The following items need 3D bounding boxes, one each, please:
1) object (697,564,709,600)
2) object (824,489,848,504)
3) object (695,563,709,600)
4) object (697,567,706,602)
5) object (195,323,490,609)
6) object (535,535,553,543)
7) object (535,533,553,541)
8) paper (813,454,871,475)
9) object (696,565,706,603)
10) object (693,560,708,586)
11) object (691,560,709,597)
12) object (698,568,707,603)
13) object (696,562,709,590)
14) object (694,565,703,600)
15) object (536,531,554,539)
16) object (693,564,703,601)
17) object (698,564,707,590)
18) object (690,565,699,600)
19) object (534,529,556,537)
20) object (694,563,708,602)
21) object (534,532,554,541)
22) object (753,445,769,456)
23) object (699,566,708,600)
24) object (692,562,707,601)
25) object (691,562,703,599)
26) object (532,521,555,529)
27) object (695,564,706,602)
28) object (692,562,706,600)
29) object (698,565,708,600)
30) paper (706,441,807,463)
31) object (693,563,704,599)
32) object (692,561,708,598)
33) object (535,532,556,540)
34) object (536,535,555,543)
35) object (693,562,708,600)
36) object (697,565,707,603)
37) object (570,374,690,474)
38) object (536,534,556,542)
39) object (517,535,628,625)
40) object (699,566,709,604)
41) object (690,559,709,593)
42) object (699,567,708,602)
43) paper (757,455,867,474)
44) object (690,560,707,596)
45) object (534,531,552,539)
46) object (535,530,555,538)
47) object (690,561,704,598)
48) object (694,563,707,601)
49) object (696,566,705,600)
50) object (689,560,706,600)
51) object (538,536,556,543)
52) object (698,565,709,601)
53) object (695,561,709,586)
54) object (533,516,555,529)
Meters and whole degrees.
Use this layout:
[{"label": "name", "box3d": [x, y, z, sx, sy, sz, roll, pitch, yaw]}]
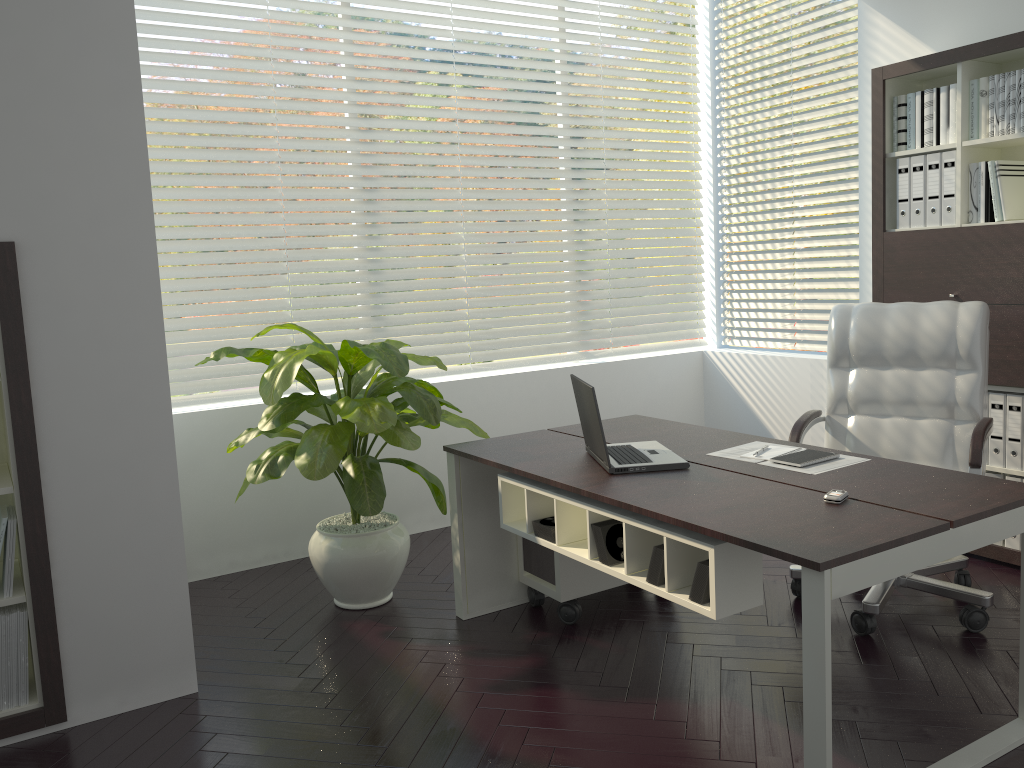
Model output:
[{"label": "object", "box3d": [0.558, 0.523, 2.385, 0.133, 0.113, 0.039, -7, 8, -31]}, {"label": "object", "box3d": [0.892, 0.309, 2.440, 0.047, 0.021, 0.084, 3, 9, 38]}, {"label": "object", "box3d": [0.555, 0.523, 2.391, 0.133, 0.113, 0.039, -7, 8, -31]}, {"label": "object", "box3d": [0.559, 0.524, 2.385, 0.133, 0.113, 0.040, -7, 8, -31]}, {"label": "object", "box3d": [-0.682, 0.329, 3.731, 1.026, 1.196, 1.122, 2, 9, 37]}, {"label": "object", "box3d": [0.166, 0.517, 3.033, 0.133, 0.002, 0.119, -7, 9, -31]}, {"label": "object", "box3d": [0.164, 0.511, 3.034, 0.133, 0.002, 0.119, -7, 9, -31]}, {"label": "paper", "box3d": [0.998, 0.255, 2.906, 0.290, 0.001, 0.210, -8, 9, -34]}, {"label": "object", "box3d": [0.557, 0.524, 2.387, 0.133, 0.113, 0.040, -7, 8, -31]}, {"label": "object", "box3d": [0.545, 0.521, 2.407, 0.133, 0.113, 0.039, -7, 8, -31]}, {"label": "object", "box3d": [0.546, 0.522, 2.405, 0.133, 0.113, 0.039, -7, 8, -31]}, {"label": "object", "box3d": [0.561, 0.524, 2.381, 0.133, 0.113, 0.040, -7, 8, -31]}, {"label": "object", "box3d": [0.552, 0.522, 2.395, 0.133, 0.113, 0.039, -7, 8, -31]}, {"label": "object", "box3d": [0.553, 0.523, 2.395, 0.133, 0.113, 0.040, -7, 8, -31]}, {"label": "object", "box3d": [0.162, 0.502, 3.036, 0.133, 0.002, 0.119, -7, 9, -31]}, {"label": "object", "box3d": [0.551, 0.523, 2.397, 0.133, 0.113, 0.040, -7, 8, -31]}, {"label": "object", "box3d": [0.556, 0.523, 2.389, 0.133, 0.113, 0.039, -7, 8, -31]}, {"label": "object", "box3d": [0.545, 0.522, 2.407, 0.133, 0.113, 0.040, -7, 8, -31]}, {"label": "object", "box3d": [0.161, 0.497, 3.036, 0.133, 0.002, 0.119, -7, 9, -31]}, {"label": "object", "box3d": [0.554, 0.523, 2.393, 0.133, 0.113, 0.040, -7, 8, -31]}, {"label": "object", "box3d": [0.164, 0.508, 3.034, 0.133, 0.002, 0.119, -7, 9, -31]}, {"label": "object", "box3d": [0.858, 0.231, 3.062, 0.011, 0.011, 0.159, 2, 9, 33]}, {"label": "object", "box3d": [0.562, 0.524, 2.380, 0.133, 0.113, 0.039, -7, 8, -31]}, {"label": "object", "box3d": [0.550, 0.522, 2.399, 0.133, 0.113, 0.039, -7, 8, -31]}, {"label": "object", "box3d": [0.547, 0.522, 2.405, 0.133, 0.113, 0.040, -7, 8, -31]}, {"label": "object", "box3d": [0.155, 0.471, 3.041, 0.133, 0.002, 0.119, -7, 9, -31]}, {"label": "object", "box3d": [0.555, 0.523, 2.391, 0.133, 0.113, 0.040, -7, 8, -31]}, {"label": "object", "box3d": [0.549, 0.522, 2.401, 0.133, 0.113, 0.040, -7, 8, -31]}, {"label": "object", "box3d": [0.560, 0.524, 2.383, 0.133, 0.113, 0.040, -7, 8, -31]}, {"label": "paper", "box3d": [0.855, 0.236, 3.104, 0.290, 0.001, 0.210, -9, 9, -38]}, {"label": "object", "box3d": [0.550, 0.522, 2.399, 0.133, 0.113, 0.040, -7, 8, -31]}, {"label": "object", "box3d": [0.548, 0.522, 2.403, 0.133, 0.113, 0.040, -7, 8, -31]}, {"label": "object", "box3d": [0.163, 0.506, 3.035, 0.133, 0.002, 0.119, -7, 9, -31]}, {"label": "object", "box3d": [0.165, 0.515, 3.033, 0.133, 0.002, 0.119, -7, 9, -31]}, {"label": "object", "box3d": [0.551, 0.522, 2.397, 0.133, 0.113, 0.039, -7, 8, -31]}, {"label": "object", "box3d": [0.560, 0.524, 2.383, 0.133, 0.113, 0.039, -7, 8, -31]}, {"label": "object", "box3d": [0.397, 0.120, 3.054, 0.320, 0.288, 0.381, -4, 7, -6]}, {"label": "object", "box3d": [0.165, 0.513, 3.034, 0.133, 0.002, 0.119, -7, 9, -31]}, {"label": "object", "box3d": [0.361, 0.557, 3.634, 0.606, 0.674, 0.327, -7, 8, -31]}, {"label": "object", "box3d": [0.563, 0.524, 2.377, 0.133, 0.113, 0.040, -7, 8, -31]}, {"label": "object", "box3d": [0.543, 0.521, 2.411, 0.133, 0.113, 0.039, -7, 8, -31]}, {"label": "object", "box3d": [0.562, 0.524, 2.379, 0.133, 0.113, 0.040, -7, 8, -31]}, {"label": "paper", "box3d": [0.986, 0.254, 2.912, 0.290, 0.001, 0.210, -8, 9, -33]}, {"label": "object", "box3d": [0.544, 0.521, 2.409, 0.133, 0.113, 0.039, -7, 8, -31]}, {"label": "object", "box3d": [0.163, 0.504, 3.035, 0.133, 0.002, 0.119, -7, 9, -31]}, {"label": "object", "box3d": [0.162, 0.499, 3.036, 0.133, 0.002, 0.119, -7, 9, -31]}, {"label": "object", "box3d": [0.544, 0.521, 2.409, 0.133, 0.113, 0.040, -7, 8, -31]}, {"label": "object", "box3d": [0.554, 0.523, 2.393, 0.133, 0.113, 0.039, -7, 8, -31]}, {"label": "object", "box3d": [0.556, 0.523, 2.389, 0.133, 0.113, 0.040, -7, 8, -31]}, {"label": "object", "box3d": [0.543, 0.521, 2.411, 0.133, 0.113, 0.040, -7, 8, -31]}, {"label": "object", "box3d": [0.166, 0.517, 3.033, 0.133, 0.002, 0.119, -7, 9, -31]}, {"label": "object", "box3d": [0.561, 0.524, 2.382, 0.133, 0.113, 0.039, -7, 8, -31]}, {"label": "object", "box3d": [0.549, 0.522, 2.401, 0.133, 0.113, 0.039, -7, 8, -31]}, {"label": "object", "box3d": [0.155, 0.471, 3.041, 0.133, 0.002, 0.119, -7, 9, -31]}]
